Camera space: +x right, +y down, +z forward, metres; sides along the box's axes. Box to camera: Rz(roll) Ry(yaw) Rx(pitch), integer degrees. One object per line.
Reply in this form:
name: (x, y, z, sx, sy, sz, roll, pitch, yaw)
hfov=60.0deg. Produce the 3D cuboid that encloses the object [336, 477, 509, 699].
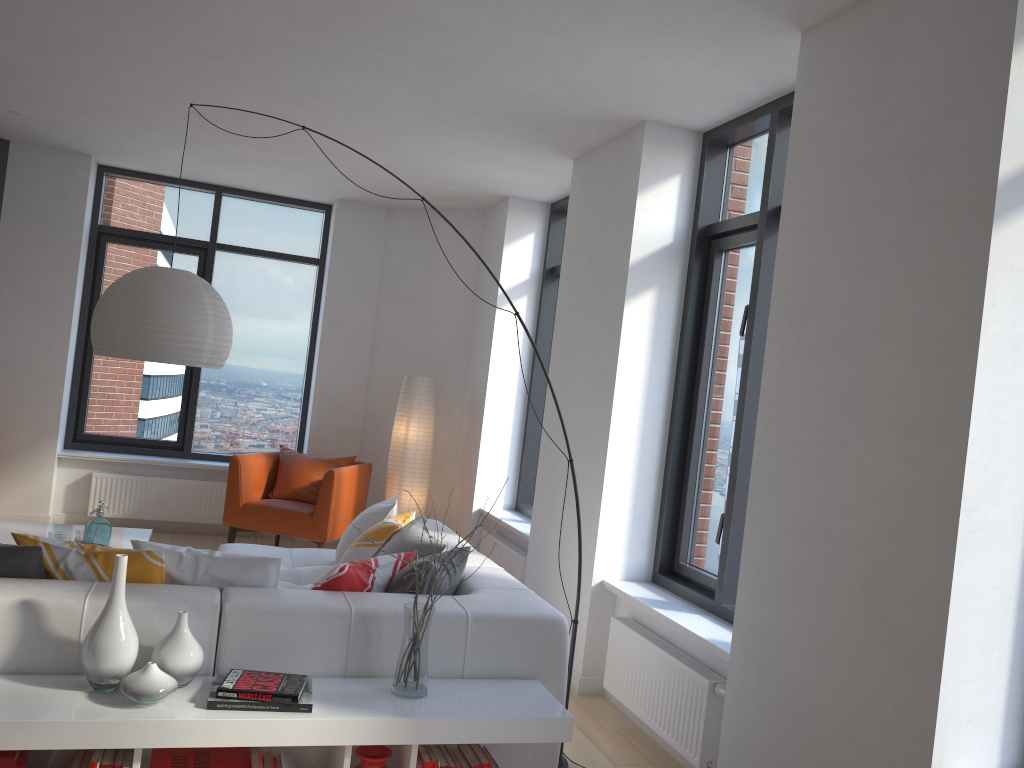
object: (-0.252, 0.646, 2.857, 0.406, 0.744, 0.607, 7, 0, 22)

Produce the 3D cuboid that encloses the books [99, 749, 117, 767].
books: (-1.186, 1.196, 2.580, 0.038, 0.270, 0.215, 7, 0, -18)

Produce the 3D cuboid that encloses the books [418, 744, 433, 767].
books: (-0.293, 1.303, 2.854, 0.050, 0.268, 0.198, 7, 0, -18)

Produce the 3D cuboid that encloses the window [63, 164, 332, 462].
window: (-2.715, -0.542, 7.804, 1.960, 2.402, 0.170, 7, 0, -18)

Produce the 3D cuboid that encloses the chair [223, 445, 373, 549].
chair: (-1.652, 0.956, 6.977, 0.896, 0.858, 0.843, 7, 0, 14)

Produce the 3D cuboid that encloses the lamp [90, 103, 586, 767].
lamp: (-0.366, 0.184, 3.675, 3.199, 2.647, 0.710, 7, 0, 18)

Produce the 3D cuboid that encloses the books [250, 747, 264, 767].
books: (-0.747, 1.259, 2.724, 0.134, 0.248, 0.192, 7, 0, -18)

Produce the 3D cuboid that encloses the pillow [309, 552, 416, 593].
pillow: (-1.432, 0.774, 3.197, 2.250, 0.449, 0.575, 7, 0, -21)

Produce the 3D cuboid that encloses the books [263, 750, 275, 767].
books: (-0.701, 1.274, 2.732, 0.148, 0.232, 0.171, 7, 0, -17)

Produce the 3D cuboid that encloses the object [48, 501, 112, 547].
object: (-2.212, 0.723, 4.549, 0.330, 0.265, 0.330, 7, 0, 6)

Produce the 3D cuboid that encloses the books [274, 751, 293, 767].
books: (-0.649, 1.286, 2.749, 0.186, 0.223, 0.188, 7, 0, -18)

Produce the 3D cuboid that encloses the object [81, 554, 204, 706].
object: (-1.106, 0.719, 2.663, 0.316, 0.398, 0.319, 7, 0, 6)

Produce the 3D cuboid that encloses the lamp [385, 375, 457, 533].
lamp: (-0.684, 0.724, 6.992, 0.804, 1.550, 0.502, 6, -1, 32)

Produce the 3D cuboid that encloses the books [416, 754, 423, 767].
books: (-0.326, 1.308, 2.835, 0.026, 0.250, 0.168, 7, 0, -18)

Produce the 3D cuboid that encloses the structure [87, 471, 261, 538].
structure: (-2.766, 1.031, 7.489, 1.474, 0.460, 0.110, 7, 0, -18)

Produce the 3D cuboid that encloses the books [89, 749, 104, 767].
books: (-1.216, 1.188, 2.553, 0.046, 0.282, 0.199, 7, 0, -18)

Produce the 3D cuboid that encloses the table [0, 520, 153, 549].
table: (-2.521, 1.040, 4.619, 1.091, 0.435, 1.091, 7, 0, -18)

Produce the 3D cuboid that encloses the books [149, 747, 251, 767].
books: (-0.946, 1.170, 2.706, 0.301, 0.032, 0.227, 7, 0, -18)

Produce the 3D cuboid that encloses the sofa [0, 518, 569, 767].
sofa: (-1.801, 0.981, 3.945, 3.424, 0.732, 2.614, 7, 0, -18)

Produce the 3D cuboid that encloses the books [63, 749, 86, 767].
books: (-1.319, 1.191, 2.527, 0.144, 0.247, 0.188, 7, 0, -18)

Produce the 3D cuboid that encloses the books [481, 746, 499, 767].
books: (-0.054, 1.352, 2.951, 0.103, 0.230, 0.173, 7, 0, -18)

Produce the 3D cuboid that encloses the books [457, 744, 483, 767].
books: (-0.114, 1.335, 2.925, 0.119, 0.249, 0.187, 7, 0, -18)

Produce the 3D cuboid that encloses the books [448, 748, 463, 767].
books: (-0.172, 1.337, 2.895, 0.081, 0.230, 0.165, 7, 0, -18)

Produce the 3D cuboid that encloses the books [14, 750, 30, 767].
books: (-1.502, 1.052, 2.474, 0.266, 0.026, 0.187, 7, 0, -24)

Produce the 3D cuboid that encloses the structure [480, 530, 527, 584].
structure: (-0.041, 1.341, 6.153, 0.110, 0.460, 1.015, 7, 0, -18)

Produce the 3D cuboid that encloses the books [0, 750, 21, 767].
books: (-1.518, 1.020, 2.477, 0.259, 0.034, 0.206, 7, 0, -21)

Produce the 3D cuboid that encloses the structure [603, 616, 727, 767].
structure: (0.675, 1.409, 3.964, 0.110, 0.460, 1.015, 7, 0, -18)

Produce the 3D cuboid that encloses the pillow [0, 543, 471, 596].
pillow: (-1.124, 0.785, 3.307, 2.120, 0.436, 0.608, 7, 0, -22)

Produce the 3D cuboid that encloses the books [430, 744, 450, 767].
books: (-0.233, 1.320, 2.880, 0.076, 0.252, 0.199, 7, 0, -18)

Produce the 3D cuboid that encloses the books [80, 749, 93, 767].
books: (-1.278, 1.196, 2.533, 0.115, 0.245, 0.192, 7, 0, -18)

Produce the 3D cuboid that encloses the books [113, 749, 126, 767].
books: (-1.155, 1.203, 2.581, 0.028, 0.266, 0.188, 7, 0, -18)

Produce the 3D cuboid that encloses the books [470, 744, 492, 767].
books: (-0.084, 1.335, 2.939, 0.116, 0.255, 0.198, 7, 0, -18)

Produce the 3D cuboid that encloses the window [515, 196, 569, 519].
window: (0.444, -0.182, 6.296, 0.170, 2.402, 1.310, 7, 0, -18)

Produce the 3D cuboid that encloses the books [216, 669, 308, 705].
books: (-0.756, 0.920, 2.699, 0.238, 0.027, 0.188, 7, 0, -5)

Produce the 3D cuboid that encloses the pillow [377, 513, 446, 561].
pillow: (-1.623, 0.723, 3.482, 2.953, 0.453, 0.647, 7, 0, -30)

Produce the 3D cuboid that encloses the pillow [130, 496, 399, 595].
pillow: (-0.991, 0.804, 4.178, 0.580, 0.456, 2.156, 7, 0, 8)

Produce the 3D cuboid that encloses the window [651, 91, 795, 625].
window: (1.160, -0.114, 4.110, 0.170, 2.402, 1.310, 7, 0, -18)

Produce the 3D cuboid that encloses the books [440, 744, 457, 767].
books: (-0.203, 1.327, 2.879, 0.066, 0.247, 0.175, 7, 0, -18)

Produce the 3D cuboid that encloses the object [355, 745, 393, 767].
object: (-0.450, 1.290, 2.803, 0.125, 0.258, 0.125, 7, -1, -41)

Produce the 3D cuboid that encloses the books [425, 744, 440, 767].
books: (-0.263, 1.312, 2.861, 0.056, 0.262, 0.185, 7, 0, -18)

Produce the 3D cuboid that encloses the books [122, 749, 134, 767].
books: (-1.124, 1.204, 2.575, 0.028, 0.269, 0.181, 7, 0, -18)

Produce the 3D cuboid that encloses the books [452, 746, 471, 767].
books: (-0.150, 1.338, 2.906, 0.083, 0.233, 0.178, 7, 0, -18)

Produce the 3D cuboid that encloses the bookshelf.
bookshelf: (-1.109, 1.170, 2.615, 2.600, 0.500, 0.356, 7, 0, -18)

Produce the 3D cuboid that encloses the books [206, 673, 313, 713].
books: (-0.766, 0.946, 2.722, 0.300, 0.026, 0.245, 7, 0, -13)

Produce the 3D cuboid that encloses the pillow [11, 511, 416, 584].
pillow: (-1.102, 0.807, 3.878, 0.630, 0.440, 2.095, 6, 0, 29)
